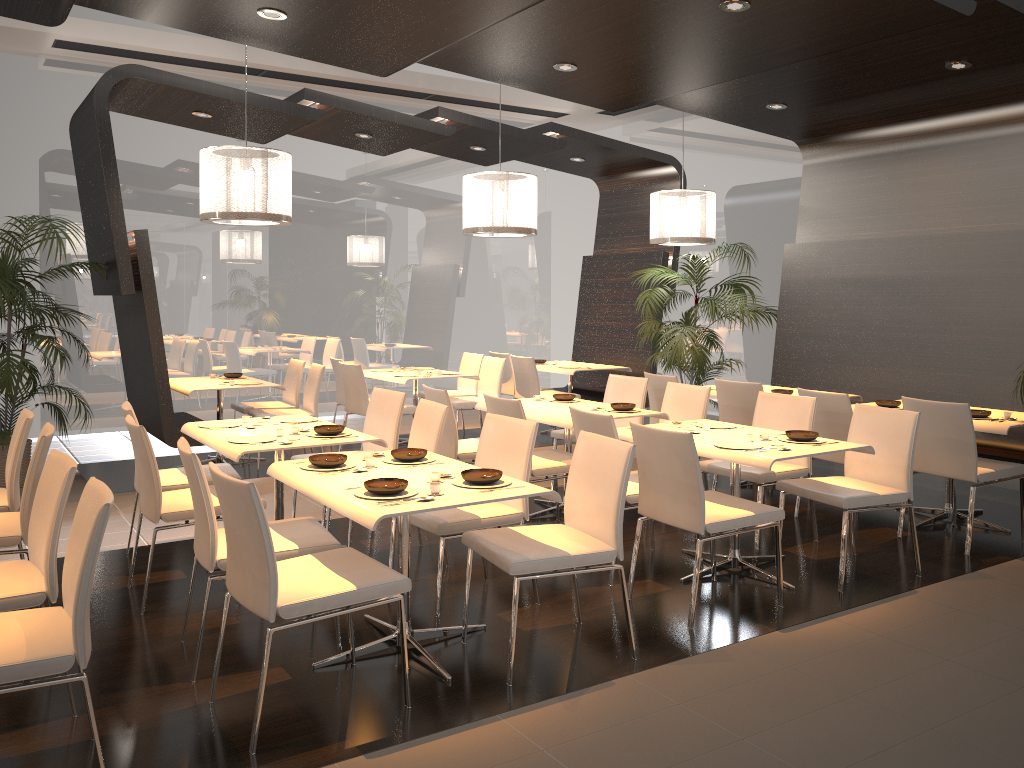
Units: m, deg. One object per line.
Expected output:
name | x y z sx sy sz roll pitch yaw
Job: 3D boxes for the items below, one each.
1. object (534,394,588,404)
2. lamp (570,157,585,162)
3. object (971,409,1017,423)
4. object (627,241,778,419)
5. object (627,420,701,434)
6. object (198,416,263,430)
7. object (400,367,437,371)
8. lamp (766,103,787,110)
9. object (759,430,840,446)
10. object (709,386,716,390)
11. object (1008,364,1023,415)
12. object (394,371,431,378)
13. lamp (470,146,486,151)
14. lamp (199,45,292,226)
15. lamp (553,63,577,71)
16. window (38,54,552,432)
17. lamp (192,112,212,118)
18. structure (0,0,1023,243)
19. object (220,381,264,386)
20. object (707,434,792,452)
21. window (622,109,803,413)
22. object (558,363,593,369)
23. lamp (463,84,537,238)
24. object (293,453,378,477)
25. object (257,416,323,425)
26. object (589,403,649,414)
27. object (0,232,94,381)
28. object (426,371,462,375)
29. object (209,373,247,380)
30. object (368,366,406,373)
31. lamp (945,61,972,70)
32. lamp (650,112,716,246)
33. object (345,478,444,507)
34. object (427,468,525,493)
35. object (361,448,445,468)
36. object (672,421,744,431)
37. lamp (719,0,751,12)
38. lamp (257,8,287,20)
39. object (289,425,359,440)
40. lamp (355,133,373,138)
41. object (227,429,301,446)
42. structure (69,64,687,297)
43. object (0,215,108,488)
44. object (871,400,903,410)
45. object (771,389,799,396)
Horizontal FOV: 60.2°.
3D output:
object | 0.336 0.100 6.363 0.304 0.044 0.366 -3 7 -34
lamp | 0.720 -2.490 9.747 0.161 0.055 0.162 -4 7 -38
object | 2.949 0.190 5.532 0.304 0.044 0.366 -3 7 -34
object | 1.864 -0.421 8.839 1.505 2.056 1.565 -1 3 -20
object | 0.864 0.244 4.936 0.335 0.038 0.378 -4 7 -39
object | -1.605 0.223 5.059 0.335 0.038 0.378 -4 7 -39
object | -0.988 -0.170 9.109 0.335 0.038 0.377 -5 8 -44
lamp | 2.129 -2.247 7.111 0.161 0.050 0.162 -2 6 -27
object | 1.473 0.274 4.618 0.304 0.044 0.366 -3 7 -34
object | 1.747 0.024 7.227 0.335 0.038 0.378 -4 7 -39
object | 3.591 -0.011 4.708 1.561 2.056 1.509 1 3 13
object | -0.929 -0.093 8.326 0.335 0.038 0.378 -4 7 -39
lamp | -0.349 -2.426 9.051 0.161 0.055 0.162 -4 7 -38
lamp | -1.884 -2.108 6.265 0.626 1.927 0.628 0 2 -5
lamp | 0.360 -2.150 5.959 0.161 0.050 0.162 -2 6 -27
window | -2.089 -1.589 10.634 6.586 3.972 0.070 -3 2 -33
lamp | -2.649 -2.315 7.553 0.160 0.054 0.161 -2 6 -27
structure | -0.855 -1.294 4.265 10.673 1.733 2.909 -3 6 -33
object | -2.307 -0.019 7.513 0.335 0.038 0.377 -5 8 -44
object | 1.199 0.295 4.422 0.335 0.038 0.378 -4 7 -39
window | 3.248 -1.458 9.490 0.070 3.969 6.599 0 4 -33
object | 0.677 -0.191 9.392 0.335 0.038 0.378 -4 7 -39
lamp | -0.098 -2.215 7.426 0.626 1.927 0.628 0 2 -5
object | -0.763 0.340 3.856 0.304 0.044 0.366 -3 7 -34
object | -1.346 0.201 5.289 0.335 0.038 0.377 -5 8 -44
object | 0.690 0.154 5.819 0.304 0.044 0.366 -3 7 -34
object | -4.605 -0.311 7.476 1.561 2.056 1.509 1 3 19
object | -0.664 -0.118 8.585 0.335 0.038 0.377 -5 8 -44
object | -2.569 -0.073 8.027 0.304 0.044 0.366 -3 7 -34
object | -1.237 -0.146 8.852 0.335 0.038 0.378 -4 7 -39
lamp | 2.953 -2.121 5.845 0.161 0.050 0.162 -2 6 -27
lamp | 1.659 -2.320 8.571 0.627 1.927 0.628 0 2 -1
object | -0.435 0.393 3.330 0.304 0.044 0.366 -3 7 -34
object | -0.160 0.374 3.535 0.304 0.044 0.366 -3 7 -34
object | -0.506 0.325 4.017 0.304 0.044 0.366 -3 7 -34
object | 1.117 0.227 5.122 0.335 0.038 0.377 -5 8 -44
lamp | 1.183 -2.024 4.694 0.161 0.050 0.162 -2 6 -27
lamp | -1.320 -2.050 4.865 0.160 0.050 0.161 -4 7 -38
object | -1.022 0.251 4.758 0.304 0.044 0.366 -3 7 -34
lamp | -1.401 -2.363 8.366 0.161 0.055 0.162 -4 7 -38
object | -1.269 0.274 4.545 0.335 0.038 0.378 -4 7 -39
structure | -0.953 -1.719 8.662 5.939 1.724 1.405 -3 4 -33
object | -3.829 -0.232 6.688 1.563 2.056 1.507 -2 3 -39
object | 2.609 0.140 6.035 0.304 0.044 0.366 -3 7 -34
object | 2.101 0.069 6.740 0.304 0.044 0.366 -3 7 -34
